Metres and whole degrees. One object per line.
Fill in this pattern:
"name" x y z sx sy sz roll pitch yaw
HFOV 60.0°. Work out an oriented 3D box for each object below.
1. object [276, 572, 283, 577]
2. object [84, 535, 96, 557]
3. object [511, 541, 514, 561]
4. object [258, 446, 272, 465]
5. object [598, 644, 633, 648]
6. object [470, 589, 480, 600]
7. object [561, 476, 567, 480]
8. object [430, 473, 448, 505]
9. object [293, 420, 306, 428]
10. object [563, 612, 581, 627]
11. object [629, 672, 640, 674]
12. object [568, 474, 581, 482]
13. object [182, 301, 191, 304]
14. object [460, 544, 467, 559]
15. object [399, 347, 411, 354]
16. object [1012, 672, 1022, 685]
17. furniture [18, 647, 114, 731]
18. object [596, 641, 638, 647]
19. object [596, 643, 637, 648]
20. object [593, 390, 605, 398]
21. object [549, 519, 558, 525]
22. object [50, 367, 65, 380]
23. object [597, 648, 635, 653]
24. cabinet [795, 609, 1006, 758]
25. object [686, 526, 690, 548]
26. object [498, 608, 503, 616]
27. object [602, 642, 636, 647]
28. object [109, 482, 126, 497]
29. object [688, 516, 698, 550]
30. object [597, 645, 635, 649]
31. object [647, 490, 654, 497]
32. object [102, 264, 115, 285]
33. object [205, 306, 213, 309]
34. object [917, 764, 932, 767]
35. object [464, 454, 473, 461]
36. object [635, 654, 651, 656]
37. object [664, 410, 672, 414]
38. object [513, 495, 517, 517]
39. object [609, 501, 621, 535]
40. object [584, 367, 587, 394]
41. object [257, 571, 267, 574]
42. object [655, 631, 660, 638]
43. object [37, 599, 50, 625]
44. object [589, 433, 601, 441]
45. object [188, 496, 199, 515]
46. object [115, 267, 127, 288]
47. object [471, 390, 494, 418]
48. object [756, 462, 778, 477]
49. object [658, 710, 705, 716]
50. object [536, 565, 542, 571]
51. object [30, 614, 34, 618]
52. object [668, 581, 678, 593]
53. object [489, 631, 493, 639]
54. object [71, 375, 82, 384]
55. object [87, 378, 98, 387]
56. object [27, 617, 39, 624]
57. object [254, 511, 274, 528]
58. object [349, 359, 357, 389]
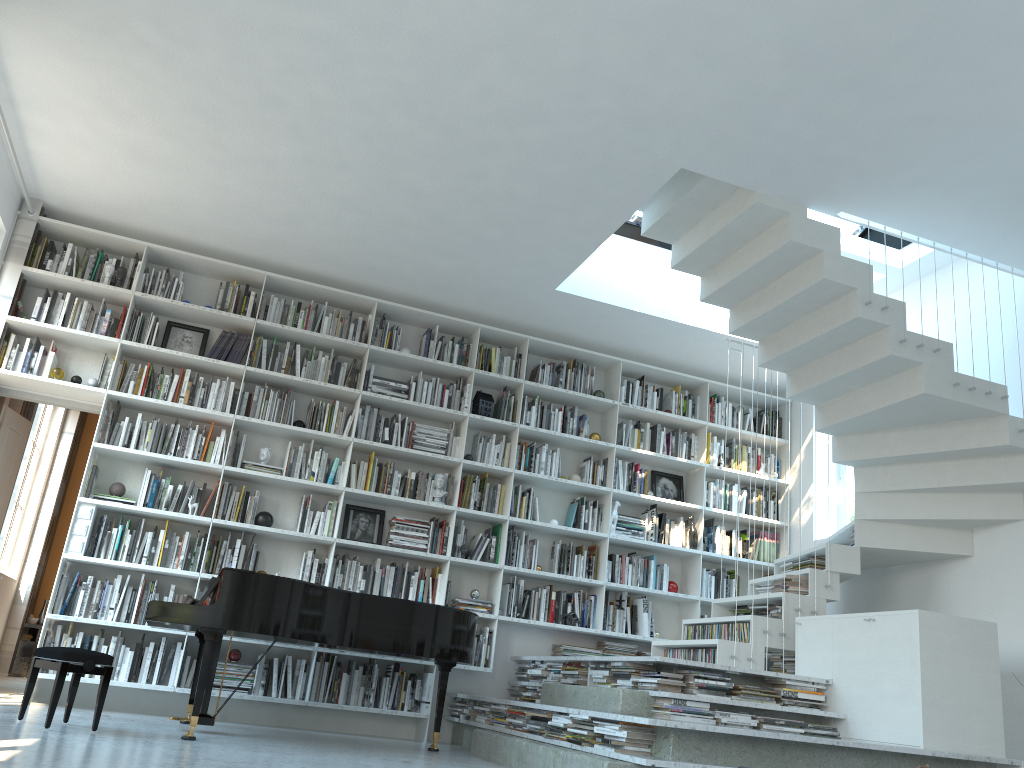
"object" -1.613 1.352 6.148 0.060 0.094 0.078 7 -19 -1
"object" -2.730 1.054 5.740 0.045 0.146 0.045 0 -20 19
"object" -0.022 1.309 6.871 0.007 0.265 0.135 13 -20 -17
"object" -1.788 0.522 6.412 0.095 0.156 0.121 8 -19 -4
"object" 0.818 2.058 6.958 0.254 0.005 0.161 13 -20 -17
"object" -0.275 1.558 6.569 0.071 0.072 0.072 -4 -22 29
"object" 0.406 0.776 7.139 0.068 0.068 0.068 22 -24 -38
"object" -0.548 0.794 6.651 0.138 0.243 0.138 -7 -23 35
"object" -1.566 0.313 6.514 0.097 0.098 0.097 -4 -22 29
"object" 0.460 1.779 6.707 0.161 0.113 0.065 18 -22 -29
"object" 0.729 1.684 5.151 0.142 0.006 0.204 13 -20 -19
"object" 0.508 0.786 7.201 0.112 0.112 0.112 22 -24 -38
"object" -2.382 -0.567 6.471 0.083 0.083 0.082 22 -24 -38
"object" -0.358 1.244 6.563 0.054 0.113 0.079 13 -20 -18
"object" -0.842 -0.233 6.948 0.105 0.105 0.105 22 -24 -38
"object" 1.902 1.143 2.933 0.309 0.520 0.437 3 -19 12
"furniture" -2.113 1.433 4.206 0.468 0.352 0.240 -13 -27 44
"object" 0.824 2.040 6.953 0.285 0.005 0.160 11 -20 -12
"object" 0.819 2.054 6.961 0.285 0.005 0.160 13 -20 -17
"object" 0.722 0.101 7.388 0.104 0.105 0.104 -4 -22 29
"object" 0.330 1.103 6.988 0.071 0.072 0.072 -4 -22 29
"object" -3.085 -0.068 6.020 0.087 0.087 0.087 -4 -22 29
"object" 0.812 2.088 6.947 0.254 0.005 0.161 13 -20 -17
"cabinet" 2.096 1.652 4.938 0.552 0.665 0.996 13 -20 -17
"object" 1.437 1.302 7.401 0.022 0.211 0.179 13 -20 -17
"object" -0.103 1.722 6.674 0.071 0.072 0.072 -4 -22 29
"object" 0.820 2.048 6.960 0.254 0.005 0.161 12 -20 -16
"object" -2.668 0.719 5.996 0.105 0.106 0.105 22 -24 -38
"object" 1.486 1.230 7.288 0.087 0.287 0.075 1 -19 16
"object" 0.818 2.064 6.957 0.254 0.005 0.161 13 -20 -17
"object" 1.130 0.927 7.367 0.091 0.092 0.092 -4 -22 29
"object" -2.840 -0.753 6.227 0.067 0.197 0.068 -2 -20 23
"object" -2.235 -0.534 6.517 0.083 0.083 0.082 22 -24 -38
"object" 1.417 1.357 3.038 0.090 0.105 0.098 6 -19 3
"object" -0.336 0.576 6.835 0.071 0.072 0.072 -4 -22 29
"object" 1.159 2.173 7.056 0.328 0.008 0.208 13 -20 -17
"object" 1.332 0.255 7.574 0.071 0.072 0.072 -4 -22 29
"object" -0.005 0.981 6.955 0.013 0.207 0.140 13 -20 -17
"object" 0.810 1.070 7.056 0.087 0.287 0.075 1 -19 16
"object" 0.593 0.014 7.473 0.006 0.296 0.130 13 -20 -17
"object" -1.747 1.345 6.173 0.091 0.091 0.091 22 -24 -38
"object" 1.147 2.010 7.083 0.071 0.072 0.072 -4 -22 29
"object" -4.947 2.414 9.376 0.091 0.267 0.091 -3 -21 26
"object" 0.680 0.449 7.276 0.101 0.101 0.100 22 -24 -38
"object" -2.164 0.824 6.002 0.082 0.139 0.044 19 -22 -32
"object" -2.765 -0.736 6.251 0.067 0.197 0.068 -2 -20 23
"object" -0.231 0.177 7.025 0.135 0.247 0.136 16 -21 -26
"object" 2.211 0.761 7.718 0.203 0.136 0.095 7 -19 -2
"object" 0.886 1.726 4.657 0.204 0.004 0.140 12 -20 -14
"object" 0.197 1.440 6.877 0.071 0.072 0.072 -4 -22 29
"object" -5.092 2.466 9.323 0.106 0.103 0.106 10 -19 -10
"object" 1.294 1.663 7.216 0.115 0.116 0.115 22 -24 -38
"object" -0.177 1.953 6.511 0.011 0.259 0.142 13 -20 -17
"object" -2.995 -0.023 6.096 0.072 0.072 0.071 22 -24 -38
"object" -2.889 -0.007 6.109 0.072 0.072 0.071 22 -24 -38
"object" -4.996 2.467 9.231 0.118 0.061 0.118 10 -19 -10
"object" -1.754 0.968 6.270 0.133 0.135 0.134 -4 -22 29
"object" -1.189 -0.065 6.657 0.075 0.254 0.075 21 -24 -37
